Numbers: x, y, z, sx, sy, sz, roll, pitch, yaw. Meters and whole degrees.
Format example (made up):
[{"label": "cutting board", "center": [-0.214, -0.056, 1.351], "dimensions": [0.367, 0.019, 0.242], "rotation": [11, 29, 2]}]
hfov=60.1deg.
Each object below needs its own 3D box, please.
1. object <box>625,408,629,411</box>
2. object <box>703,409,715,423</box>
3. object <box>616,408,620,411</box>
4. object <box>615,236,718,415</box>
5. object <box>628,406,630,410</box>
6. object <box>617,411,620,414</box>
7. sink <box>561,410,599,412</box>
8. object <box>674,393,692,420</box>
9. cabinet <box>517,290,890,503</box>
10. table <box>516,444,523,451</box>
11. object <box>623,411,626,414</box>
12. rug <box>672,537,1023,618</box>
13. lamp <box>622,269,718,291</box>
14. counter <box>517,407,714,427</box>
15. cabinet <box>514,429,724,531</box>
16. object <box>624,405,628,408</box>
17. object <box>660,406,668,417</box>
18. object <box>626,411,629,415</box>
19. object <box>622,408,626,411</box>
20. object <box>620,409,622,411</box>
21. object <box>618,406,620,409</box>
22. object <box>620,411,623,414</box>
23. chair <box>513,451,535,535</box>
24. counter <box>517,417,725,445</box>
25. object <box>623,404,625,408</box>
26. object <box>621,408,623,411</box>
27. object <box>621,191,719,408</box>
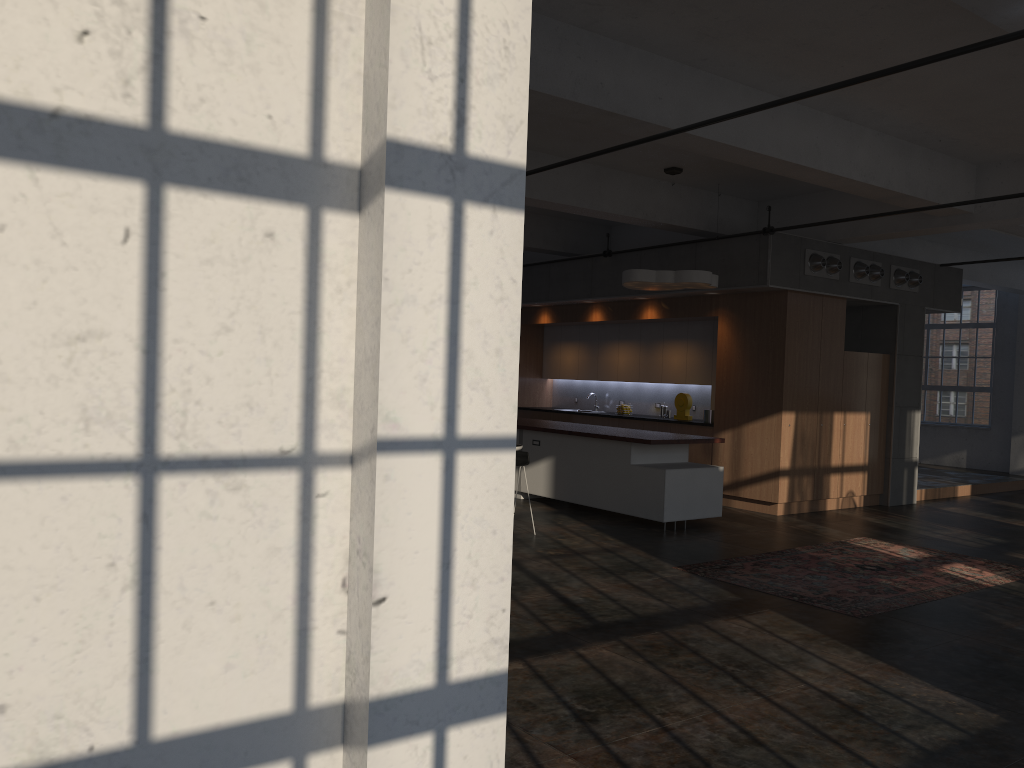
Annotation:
[{"label": "object", "center": [1.740, 0.386, 13.444], "dimensions": [0.053, 0.053, 0.061], "rotation": [1, 1, -29]}, {"label": "object", "center": [2.647, 0.430, 11.810], "dimensions": [0.189, 0.170, 0.192], "rotation": [2, 1, 12]}, {"label": "object", "center": [0.648, -0.747, 14.019], "dimensions": [2.369, 2.229, 0.054], "rotation": [3, 2, 29]}, {"label": "object", "center": [-0.645, 0.752, 19.455], "dimensions": [0.965, 1.215, 12.958], "rotation": [1, 1, -25]}, {"label": "object", "center": [1.777, 0.365, 13.484], "dimensions": [0.053, 0.052, 0.062], "rotation": [2, 1, 12]}, {"label": "object", "center": [2.061, -0.667, 12.101], "dimensions": [0.058, 2.311, 2.880], "rotation": [1, 1, -16]}, {"label": "sink", "center": [1.079, 0.524, 14.152], "dimensions": [0.533, 0.192, 0.714], "rotation": [2, 1, -36]}, {"label": "object", "center": [2.396, 0.314, 12.391], "dimensions": [0.101, 0.381, 0.268], "rotation": [1, 2, -36]}, {"label": "cabinet", "center": [1.888, 0.061, 14.523], "dimensions": [2.429, 2.564, 7.935], "rotation": [1, 1, -36]}, {"label": "table", "center": [-0.394, 1.019, 8.084], "dimensions": [0.845, 0.952, 0.811], "rotation": [1, 2, -36]}, {"label": "object", "center": [1.709, 0.430, 13.414], "dimensions": [0.052, 0.057, 0.060], "rotation": [2, 1, 1]}, {"label": "rug", "center": [3.036, 1.605, 7.693], "dimensions": [2.944, 0.029, 1.816], "rotation": [2, 1, -36]}, {"label": "lamp", "center": [1.799, -1.174, 10.080], "dimensions": [1.072, 0.130, 1.014], "rotation": [2, 1, 10]}, {"label": "counter", "center": [1.989, 0.490, 13.713], "dimensions": [1.641, 0.039, 4.366], "rotation": [2, 1, -36]}, {"label": "cabinet", "center": [0.327, 1.031, 11.706], "dimensions": [0.941, 0.930, 5.529], "rotation": [1, 1, -36]}, {"label": "object", "center": [1.730, 0.341, 13.425], "dimensions": [0.064, 0.051, 0.052], "rotation": [1, 2, -44]}, {"label": "object", "center": [2.246, 0.382, 13.054], "dimensions": [0.061, 0.210, 0.141], "rotation": [1, 2, -36]}, {"label": "object", "center": [1.751, 0.437, 13.460], "dimensions": [0.073, 0.063, 0.064], "rotation": [2, 1, 19]}, {"label": "object", "center": [-0.392, -0.829, 18.748], "dimensions": [0.063, 2.211, 11.628], "rotation": [1, 1, -22]}, {"label": "object", "center": [1.653, 0.413, 13.529], "dimensions": [0.061, 0.053, 0.053], "rotation": [3, 1, 36]}, {"label": "object", "center": [-0.648, -0.814, 15.804], "dimensions": [0.054, 2.170, 6.720], "rotation": [0, 2, -44]}, {"label": "object", "center": [1.661, 0.435, 13.445], "dimensions": [0.052, 0.053, 0.062], "rotation": [3, 1, 41]}, {"label": "chair", "center": [-0.071, 1.114, 8.723], "dimensions": [0.455, 0.896, 0.514], "rotation": [3, 2, 31]}, {"label": "counter", "center": [-0.014, 0.984, 12.196], "dimensions": [1.166, 0.971, 6.515], "rotation": [1, 1, -36]}, {"label": "object", "center": [-1.486, -0.873, 17.013], "dimensions": [0.060, 2.166, 9.690], "rotation": [0, 2, -42]}, {"label": "object", "center": [1.686, 0.380, 13.457], "dimensions": [0.051, 0.053, 0.064], "rotation": [2, 1, 2]}, {"label": "object", "center": [1.677, 0.343, 13.420], "dimensions": [0.058, 0.060, 0.052], "rotation": [2, 1, -13]}]
